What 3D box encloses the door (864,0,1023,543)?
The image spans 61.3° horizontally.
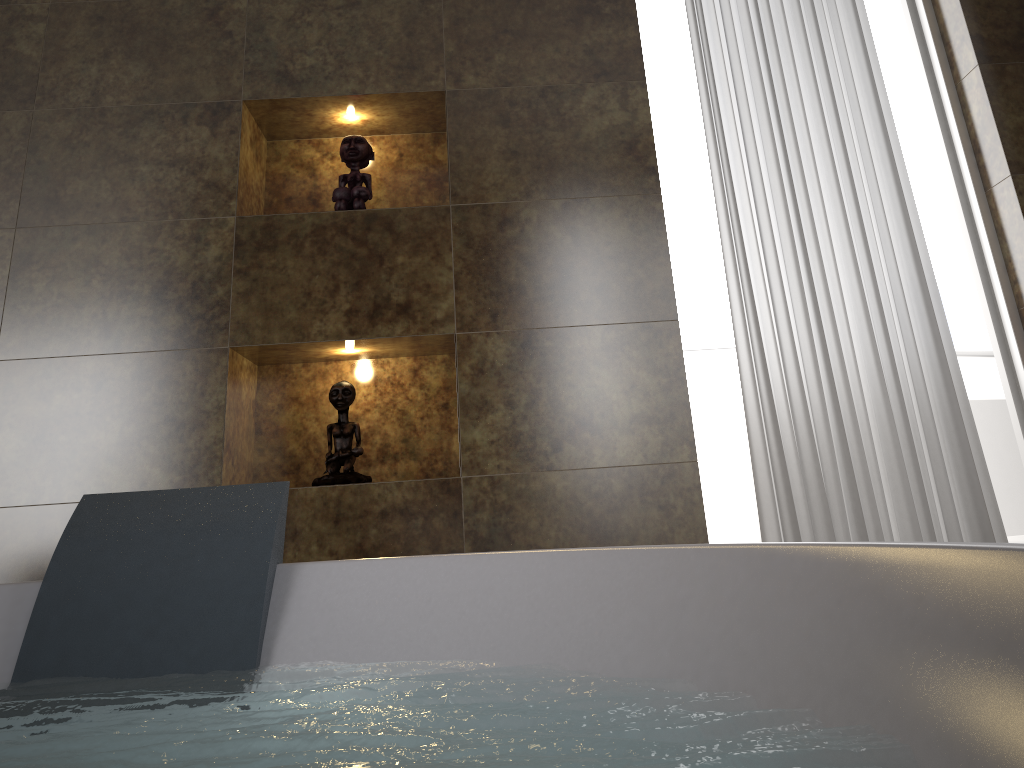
[{"bbox_3d":[1.290,-0.502,3.069,0.040,2.360,0.896,1,-19,-12],"label":"door"}]

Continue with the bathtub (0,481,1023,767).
[{"bbox_3d":[-0.489,0.298,0.454,1.716,0.557,1.685,-9,-11,28],"label":"bathtub"}]

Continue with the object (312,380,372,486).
[{"bbox_3d":[-0.440,0.123,2.244,0.152,0.290,0.142,-3,-18,-2],"label":"object"}]

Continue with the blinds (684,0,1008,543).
[{"bbox_3d":[0.826,-0.628,2.409,0.603,2.413,0.063,-3,-20,-2],"label":"blinds"}]

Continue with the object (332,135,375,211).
[{"bbox_3d":[-0.462,-0.606,2.511,0.112,0.302,0.163,-3,-17,-2],"label":"object"}]
